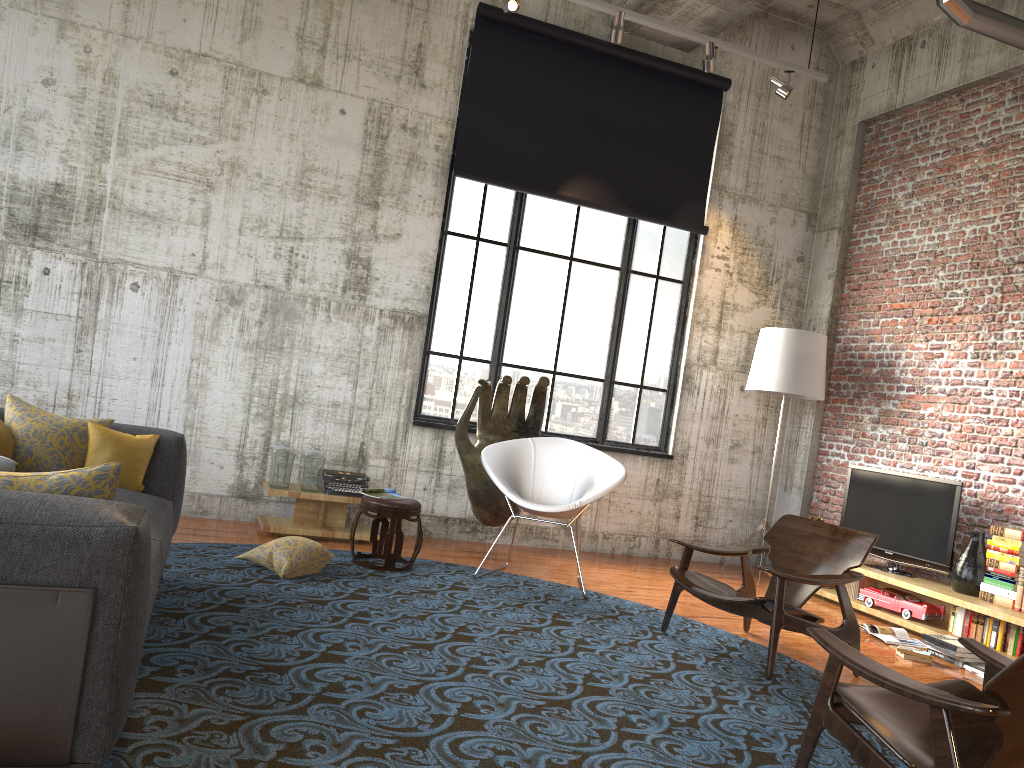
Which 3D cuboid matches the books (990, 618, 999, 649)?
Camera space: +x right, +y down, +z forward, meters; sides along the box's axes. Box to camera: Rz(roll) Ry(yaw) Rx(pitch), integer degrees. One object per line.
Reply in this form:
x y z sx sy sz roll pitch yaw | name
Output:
3.291 1.680 5.955 0.146 0.200 0.032 8 0 -20 | books

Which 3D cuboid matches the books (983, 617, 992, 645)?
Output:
3.264 1.680 6.000 0.140 0.193 0.023 8 0 -20 | books

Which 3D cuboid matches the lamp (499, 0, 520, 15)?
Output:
-0.007 -2.817 6.512 0.102 0.211 0.260 8 -1 -25 | lamp

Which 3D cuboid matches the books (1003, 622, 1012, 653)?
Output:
3.338 1.672 5.863 0.157 0.225 0.052 8 0 -20 | books

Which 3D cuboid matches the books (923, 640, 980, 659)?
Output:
2.869 1.710 5.721 0.262 0.028 0.320 9 -1 -10 | books

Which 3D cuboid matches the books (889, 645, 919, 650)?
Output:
2.607 1.752 5.849 0.189 0.012 0.133 9 -1 -22 | books

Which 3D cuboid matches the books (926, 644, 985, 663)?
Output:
2.894 1.742 5.743 0.237 0.028 0.299 9 -1 -22 | books

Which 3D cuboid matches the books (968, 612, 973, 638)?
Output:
3.226 1.678 6.129 0.140 0.193 0.023 8 0 -20 | books

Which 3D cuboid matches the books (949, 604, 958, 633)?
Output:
3.168 1.661 6.269 0.139 0.217 0.022 8 0 -20 | books

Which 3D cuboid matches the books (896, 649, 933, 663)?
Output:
2.560 1.731 5.642 0.182 0.030 0.129 8 -1 2 | books

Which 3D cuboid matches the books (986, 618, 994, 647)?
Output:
3.274 1.681 5.979 0.140 0.193 0.023 8 0 -20 | books

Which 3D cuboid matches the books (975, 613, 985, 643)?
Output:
3.251 1.670 6.058 0.148 0.213 0.049 8 0 -20 | books

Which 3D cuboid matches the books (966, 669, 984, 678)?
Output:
2.965 1.790 5.401 0.232 0.017 0.313 8 -1 -5 | books

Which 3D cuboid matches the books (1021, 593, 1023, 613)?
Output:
3.487 1.385 5.888 0.198 0.284 0.040 8 0 -20 | books

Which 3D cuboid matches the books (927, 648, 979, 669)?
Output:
2.900 1.778 5.737 0.237 0.040 0.320 9 -1 -18 | books

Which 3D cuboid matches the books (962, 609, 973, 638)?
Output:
3.218 1.648 6.162 0.153 0.252 0.046 8 0 -20 | books

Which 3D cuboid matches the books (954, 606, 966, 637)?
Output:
3.203 1.650 6.213 0.172 0.246 0.057 8 0 -20 | books

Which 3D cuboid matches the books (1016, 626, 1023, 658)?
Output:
3.353 1.674 5.751 0.159 0.220 0.030 8 0 -20 | books

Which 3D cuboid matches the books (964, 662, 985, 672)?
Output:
2.977 1.759 5.406 0.250 0.014 0.310 9 -1 -14 | books

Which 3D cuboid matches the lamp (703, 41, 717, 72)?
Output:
1.573 -2.576 7.043 0.102 0.251 0.165 8 0 25 | lamp

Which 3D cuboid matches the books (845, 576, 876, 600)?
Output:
2.804 1.633 7.209 0.174 0.218 0.232 8 0 -20 | books

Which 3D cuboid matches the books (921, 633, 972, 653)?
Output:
2.846 1.676 5.723 0.236 0.035 0.296 9 -1 -18 | books

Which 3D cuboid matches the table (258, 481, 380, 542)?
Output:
-1.487 1.006 6.879 0.876 0.359 0.474 9 -1 -20 | table

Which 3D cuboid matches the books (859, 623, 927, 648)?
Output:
2.622 1.729 6.142 0.300 0.049 0.422 8 -1 -5 | books

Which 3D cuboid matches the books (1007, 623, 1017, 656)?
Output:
3.333 1.679 5.813 0.151 0.208 0.039 8 0 -20 | books

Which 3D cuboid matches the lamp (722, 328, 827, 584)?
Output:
2.387 0.648 8.027 0.694 2.243 0.707 8 0 2 | lamp

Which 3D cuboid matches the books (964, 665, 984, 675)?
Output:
2.966 1.773 5.406 0.232 0.017 0.306 9 -1 -22 | books

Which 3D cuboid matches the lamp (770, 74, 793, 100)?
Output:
2.250 -2.465 7.348 0.225 0.215 0.102 8 0 21 | lamp

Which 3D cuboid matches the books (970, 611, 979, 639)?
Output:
3.233 1.671 6.098 0.151 0.208 0.039 8 0 -20 | books

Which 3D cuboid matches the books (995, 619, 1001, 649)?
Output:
3.314 1.673 5.930 0.159 0.220 0.030 8 0 -20 | books

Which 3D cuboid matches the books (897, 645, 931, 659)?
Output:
2.561 1.705 5.646 0.188 0.022 0.134 8 -2 31 | books

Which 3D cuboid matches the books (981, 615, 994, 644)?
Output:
3.265 1.669 6.024 0.139 0.217 0.022 8 0 -20 | books

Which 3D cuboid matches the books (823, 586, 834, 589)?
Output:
2.624 1.714 7.570 0.210 0.020 0.163 7 -2 37 | books

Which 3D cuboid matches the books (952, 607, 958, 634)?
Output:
3.177 1.674 6.249 0.140 0.193 0.023 8 0 -20 | books

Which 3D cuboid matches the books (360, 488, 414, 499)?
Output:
-0.866 0.761 6.142 0.228 0.043 0.301 7 -2 44 | books

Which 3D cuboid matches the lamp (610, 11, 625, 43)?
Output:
0.806 -2.695 6.756 0.102 0.251 0.165 8 0 5 | lamp

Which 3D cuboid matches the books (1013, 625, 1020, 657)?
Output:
3.351 1.675 5.782 0.159 0.220 0.030 8 0 -20 | books

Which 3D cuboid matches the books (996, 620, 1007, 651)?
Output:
3.306 1.671 5.895 0.159 0.220 0.030 8 0 -20 | books
